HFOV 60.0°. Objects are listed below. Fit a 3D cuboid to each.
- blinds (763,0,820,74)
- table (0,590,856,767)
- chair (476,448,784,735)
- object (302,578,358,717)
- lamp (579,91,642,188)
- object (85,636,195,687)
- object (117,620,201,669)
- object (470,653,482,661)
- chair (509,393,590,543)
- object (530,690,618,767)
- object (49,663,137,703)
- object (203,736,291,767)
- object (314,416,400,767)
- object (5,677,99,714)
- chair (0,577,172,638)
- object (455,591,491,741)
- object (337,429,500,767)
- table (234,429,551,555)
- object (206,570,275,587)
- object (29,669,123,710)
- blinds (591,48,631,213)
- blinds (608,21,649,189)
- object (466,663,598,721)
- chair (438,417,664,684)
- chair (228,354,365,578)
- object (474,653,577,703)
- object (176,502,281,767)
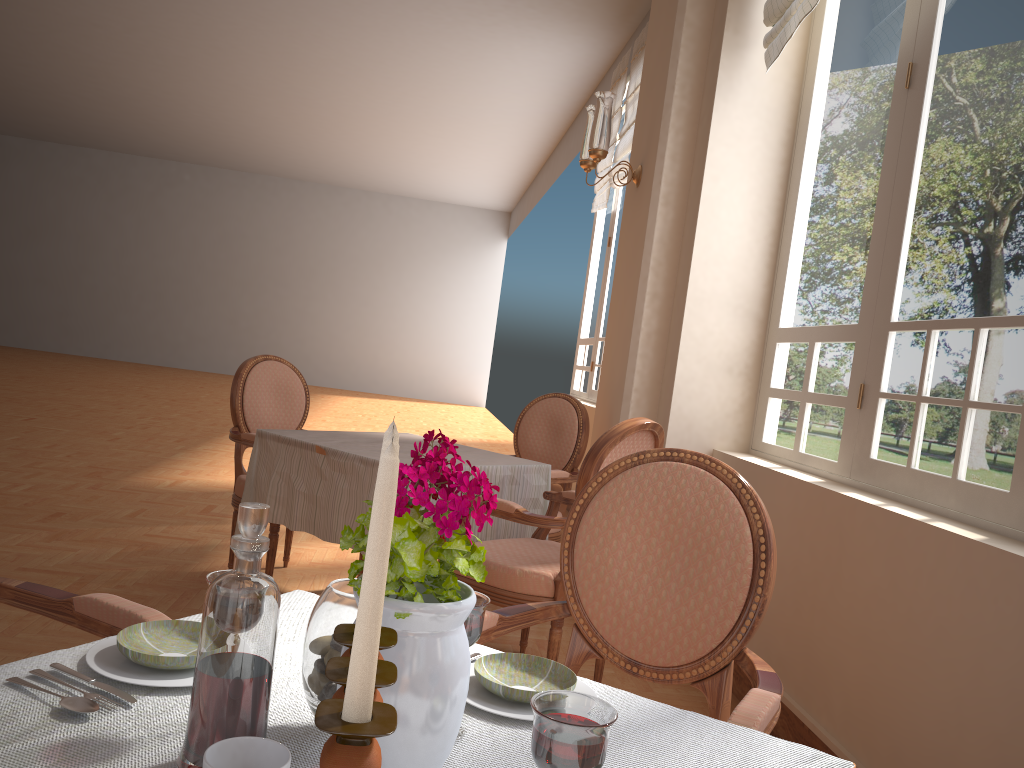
[{"bbox_3d":[1.113,-1.859,3.049,0.072,1.377,0.843,7,2,-6],"label":"blinds"},{"bbox_3d":[-0.195,0.669,0.793,0.829,0.681,0.837,9,2,27],"label":"table"},{"bbox_3d":[0.139,0.571,1.412,0.520,0.932,0.593,9,2,27],"label":"chair"},{"bbox_3d":[-0.153,0.260,0.843,0.093,0.138,0.093,8,2,22],"label":"object"},{"bbox_3d":[0.458,-1.081,4.000,0.274,0.362,0.320,7,2,-6],"label":"lamp"},{"bbox_3d":[-0.366,0.295,0.957,0.171,0.005,0.171,9,2,31],"label":"object"},{"bbox_3d":[-0.365,0.285,0.957,0.117,0.024,0.117,8,2,4],"label":"object"},{"bbox_3d":[-0.072,0.333,1.045,0.013,0.004,0.127,9,2,31],"label":"object"},{"bbox_3d":[0.007,0.486,3.846,0.520,0.932,0.593,9,3,38],"label":"chair"},{"bbox_3d":[0.035,0.293,0.625,0.062,0.135,0.062,9,2,25],"label":"object"},{"bbox_3d":[-0.409,0.293,0.869,0.127,0.004,0.013,9,2,28],"label":"object"},{"bbox_3d":[-0.204,0.297,0.649,0.078,0.049,0.062,6,2,-34],"label":"object"},{"bbox_3d":[-0.093,0.186,0.541,0.059,0.326,0.177,7,2,-8],"label":"object"},{"bbox_3d":[-0.431,0.290,0.829,0.125,0.006,0.027,8,2,27],"label":"object"},{"bbox_3d":[-0.754,0.459,1.117,0.592,0.932,0.521,9,2,27],"label":"chair"},{"bbox_3d":[-0.060,0.274,0.868,0.062,0.135,0.062,9,2,25],"label":"object"},{"bbox_3d":[-0.086,0.189,0.728,0.124,0.302,0.143,7,2,-8],"label":"object"},{"bbox_3d":[-0.436,0.569,3.299,0.828,0.677,0.831,9,2,39],"label":"table"},{"bbox_3d":[-0.262,0.248,0.828,0.062,0.135,0.062,9,2,25],"label":"object"},{"bbox_3d":[-0.421,0.293,0.852,0.125,0.002,0.016,8,2,28],"label":"object"},{"bbox_3d":[0.813,-2.062,7.391,0.038,1.293,0.689,7,2,-6],"label":"blinds"},{"bbox_3d":[0.885,-2.059,6.605,0.085,1.236,0.699,7,2,-6],"label":"blinds"},{"bbox_3d":[0.012,0.345,0.998,0.171,0.005,0.171,8,2,24],"label":"object"},{"bbox_3d":[0.136,0.531,2.867,0.592,0.932,0.521,9,3,38],"label":"chair"},{"bbox_3d":[-0.924,0.364,3.733,0.592,0.932,0.521,9,3,38],"label":"chair"},{"bbox_3d":[0.014,0.335,0.998,0.117,0.024,0.117,7,2,-27],"label":"object"},{"bbox_3d":[-0.229,0.211,0.742,0.074,0.222,0.074,7,2,-27],"label":"object"}]
